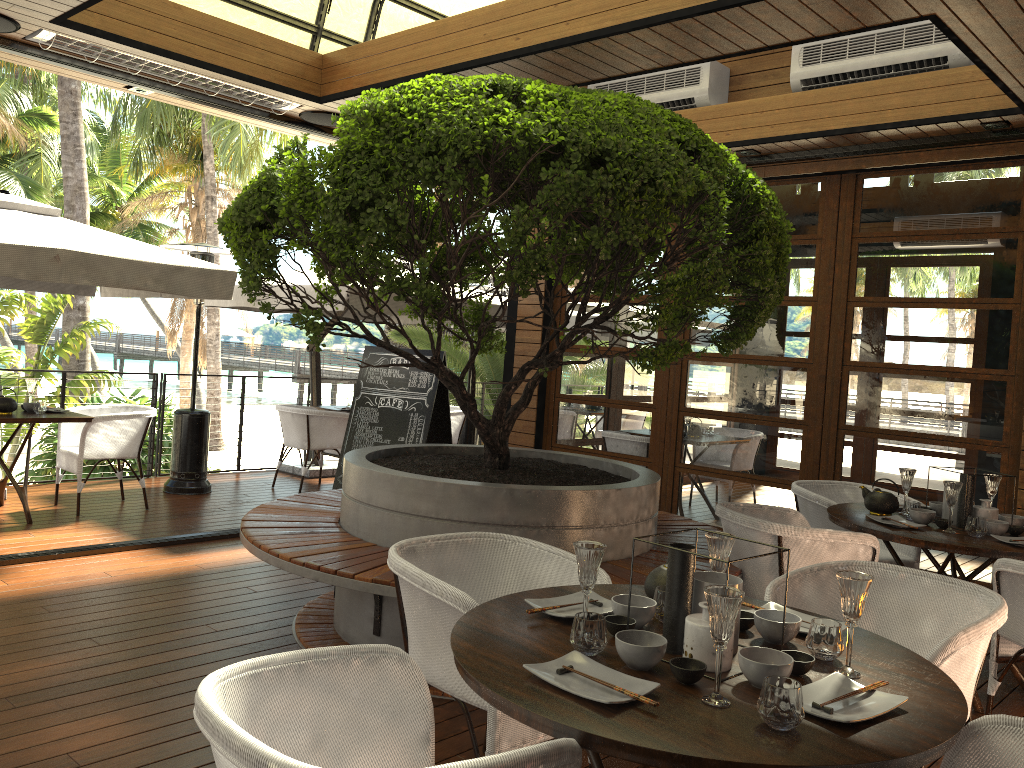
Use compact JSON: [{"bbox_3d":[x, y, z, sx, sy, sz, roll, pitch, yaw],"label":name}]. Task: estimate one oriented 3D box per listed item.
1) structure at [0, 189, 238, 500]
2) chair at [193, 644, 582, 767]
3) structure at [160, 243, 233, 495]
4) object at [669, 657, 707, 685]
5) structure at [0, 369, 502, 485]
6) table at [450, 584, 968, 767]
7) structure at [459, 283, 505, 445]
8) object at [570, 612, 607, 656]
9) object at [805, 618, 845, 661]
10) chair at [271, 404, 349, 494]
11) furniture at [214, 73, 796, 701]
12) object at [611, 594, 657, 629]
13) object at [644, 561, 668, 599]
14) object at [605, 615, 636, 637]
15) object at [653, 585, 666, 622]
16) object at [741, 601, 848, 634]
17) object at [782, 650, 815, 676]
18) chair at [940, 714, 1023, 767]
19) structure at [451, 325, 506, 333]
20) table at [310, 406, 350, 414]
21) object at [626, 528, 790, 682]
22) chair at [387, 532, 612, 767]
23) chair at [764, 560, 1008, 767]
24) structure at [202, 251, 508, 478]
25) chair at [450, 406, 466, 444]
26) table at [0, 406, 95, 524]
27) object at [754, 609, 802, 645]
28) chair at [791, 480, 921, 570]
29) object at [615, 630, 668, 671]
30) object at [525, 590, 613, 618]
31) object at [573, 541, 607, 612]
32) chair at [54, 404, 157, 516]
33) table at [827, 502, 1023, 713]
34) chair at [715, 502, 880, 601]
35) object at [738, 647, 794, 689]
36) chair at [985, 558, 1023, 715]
[{"bbox_3d":[-3.712,-0.222,6.362,2.415,2.332,2.413,5,2,42],"label":"structure"},{"bbox_3d":[-0.272,0.962,1.668,0.616,0.788,0.628,3,2,-41],"label":"chair"},{"bbox_3d":[-2.790,-0.149,7.808,0.700,2.191,0.699,5,1,30],"label":"structure"},{"bbox_3d":[0.376,0.619,1.900,0.080,0.042,0.080,4,2,8],"label":"object"},{"bbox_3d":[-7.518,0.360,3.917,0.163,1.153,26.257,5,2,42],"label":"structure"},{"bbox_3d":[0.410,1.009,2.125,1.166,0.749,1.166,4,2,11],"label":"table"},{"bbox_3d":[-0.494,-0.086,10.311,0.700,2.191,0.699,5,1,30],"label":"structure"},{"bbox_3d":[0.177,0.578,2.045,0.086,0.086,0.086,4,2,6],"label":"object"},{"bbox_3d":[0.751,0.614,2.126,0.086,0.086,0.086,4,2,6],"label":"object"},{"bbox_3d":[-1.890,0.601,8.297,0.628,0.788,0.616,5,2,44],"label":"chair"},{"bbox_3d":[-0.022,-0.075,4.489,2.569,2.721,2.720,4,2,8],"label":"furniture"},{"bbox_3d":[0.312,0.589,2.280,0.116,0.065,0.116,3,2,-35],"label":"object"},{"bbox_3d":[0.454,0.534,2.482,0.163,0.179,0.168,3,2,-37],"label":"object"},{"bbox_3d":[0.265,0.601,2.184,0.080,0.042,0.080,5,2,20],"label":"object"},{"bbox_3d":[0.412,0.583,2.337,0.086,0.086,0.086,4,2,11],"label":"object"},{"bbox_3d":[0.740,0.634,2.398,0.170,0.025,0.295,2,3,-44],"label":"object"},{"bbox_3d":[0.641,0.634,2.000,0.080,0.042,0.080,5,2,20],"label":"object"},{"bbox_3d":[0.917,1.049,1.504,0.627,0.788,0.617,3,2,-41],"label":"chair"},{"bbox_3d":[0.850,-0.097,11.337,2.415,2.332,2.413,5,2,42],"label":"structure"},{"bbox_3d":[-1.388,0.633,8.853,0.932,0.749,0.931,5,2,42],"label":"table"},{"bbox_3d":[0.462,0.507,2.096,0.263,0.264,0.264,2,2,-44],"label":"object"},{"bbox_3d":[-0.082,0.931,2.832,0.627,0.788,0.617,3,2,-41],"label":"chair"},{"bbox_3d":[1.160,1.017,2.788,0.616,0.788,0.628,3,2,-41],"label":"chair"},{"bbox_3d":[-1.431,-0.159,8.849,2.415,2.332,2.413,5,2,42],"label":"structure"},{"bbox_3d":[-0.823,0.631,9.424,0.628,0.788,0.616,5,2,44],"label":"chair"},{"bbox_3d":[-3.676,0.570,6.358,0.932,0.749,0.931,5,2,42],"label":"table"},{"bbox_3d":[0.666,0.615,2.230,0.116,0.065,0.116,3,2,-23],"label":"object"},{"bbox_3d":[1.907,0.984,5.021,0.627,0.788,0.617,3,2,-16],"label":"chair"},{"bbox_3d":[0.286,0.599,1.979,0.116,0.065,0.116,3,2,-23],"label":"object"},{"bbox_3d":[0.155,0.596,2.363,0.294,0.025,0.170,2,3,-39],"label":"object"},{"bbox_3d":[0.181,0.501,2.149,0.082,0.227,0.082,3,2,-38],"label":"object"},{"bbox_3d":[-3.140,0.568,6.897,0.628,0.788,0.616,5,2,44],"label":"chair"},{"bbox_3d":[2.092,1.045,4.235,1.166,0.749,1.166,4,2,11],"label":"table"},{"bbox_3d":[1.243,0.976,4.046,0.616,0.788,0.628,3,2,-16],"label":"chair"},{"bbox_3d":[0.546,0.619,1.916,0.116,0.065,0.116,3,2,-35],"label":"object"},{"bbox_3d":[2.252,1.069,3.394,0.627,0.788,0.617,3,2,-16],"label":"chair"}]
